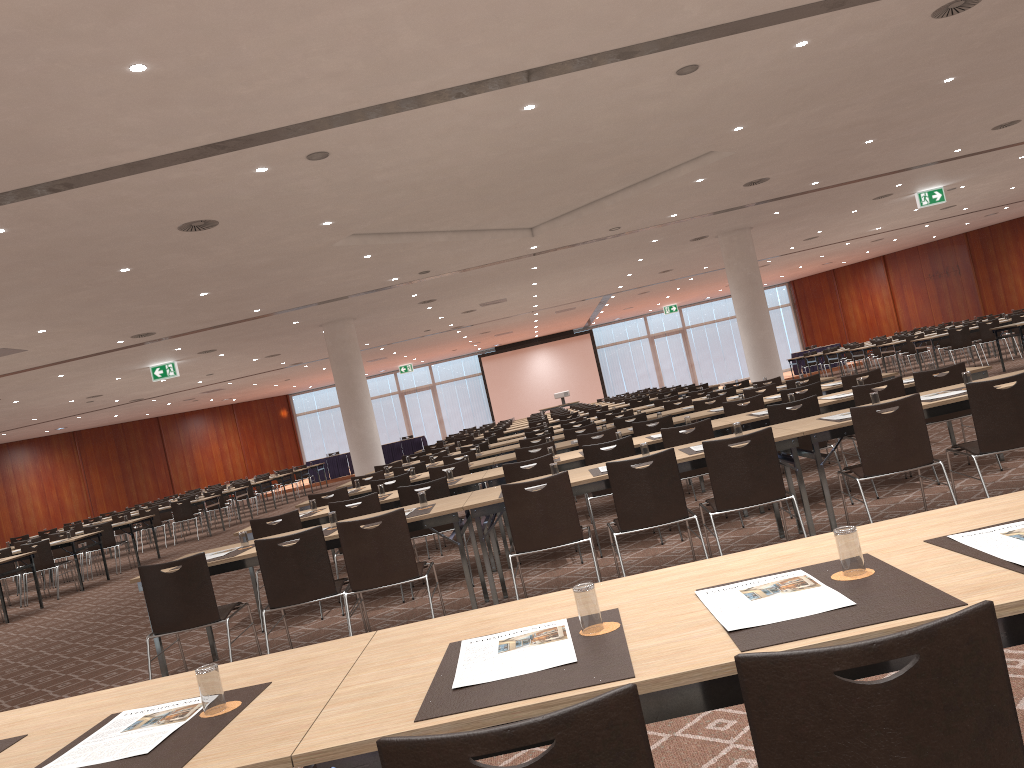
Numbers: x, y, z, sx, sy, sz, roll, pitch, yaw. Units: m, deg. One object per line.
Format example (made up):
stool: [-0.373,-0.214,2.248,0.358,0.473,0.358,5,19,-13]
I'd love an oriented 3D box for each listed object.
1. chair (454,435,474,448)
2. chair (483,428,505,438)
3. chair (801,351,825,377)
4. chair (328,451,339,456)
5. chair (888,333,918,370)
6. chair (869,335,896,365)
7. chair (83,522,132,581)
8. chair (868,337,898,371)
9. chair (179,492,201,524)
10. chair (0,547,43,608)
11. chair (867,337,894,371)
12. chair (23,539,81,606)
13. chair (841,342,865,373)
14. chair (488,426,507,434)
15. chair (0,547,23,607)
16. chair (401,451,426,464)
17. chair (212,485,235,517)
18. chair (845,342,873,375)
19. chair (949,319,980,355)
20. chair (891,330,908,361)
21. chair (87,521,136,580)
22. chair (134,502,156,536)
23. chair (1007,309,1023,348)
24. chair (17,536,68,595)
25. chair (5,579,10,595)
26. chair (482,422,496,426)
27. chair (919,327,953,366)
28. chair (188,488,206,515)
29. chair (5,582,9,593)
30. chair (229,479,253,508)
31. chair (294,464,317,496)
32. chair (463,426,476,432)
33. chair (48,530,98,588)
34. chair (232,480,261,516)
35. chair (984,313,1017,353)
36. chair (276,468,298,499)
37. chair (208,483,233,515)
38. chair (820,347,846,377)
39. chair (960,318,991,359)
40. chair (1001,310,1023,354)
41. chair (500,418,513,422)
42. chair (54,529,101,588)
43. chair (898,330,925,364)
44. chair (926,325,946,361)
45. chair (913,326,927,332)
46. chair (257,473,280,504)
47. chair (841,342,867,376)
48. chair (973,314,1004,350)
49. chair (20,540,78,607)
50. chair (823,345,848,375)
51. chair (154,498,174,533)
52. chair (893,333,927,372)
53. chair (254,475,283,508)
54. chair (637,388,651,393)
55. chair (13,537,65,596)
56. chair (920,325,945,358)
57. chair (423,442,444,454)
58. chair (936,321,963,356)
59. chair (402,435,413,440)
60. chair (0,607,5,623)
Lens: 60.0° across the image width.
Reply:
chair: [-0.936,1.602,19.261,0.536,0.939,0.614,-13,-1,2]
chair: [-0.302,1.459,19.166,0.536,0.939,0.614,-13,-1,2]
chair: [9.740,-0.578,28.837,0.536,0.939,0.614,-13,-1,4]
chair: [-6.748,3.082,33.815,0.536,0.939,0.614,-13,-1,4]
chair: [10.897,-0.921,24.883,0.535,0.939,0.614,-13,-1,-1]
chair: [11.956,-1.074,28.773,0.535,0.939,0.614,-13,-1,-1]
chair: [-7.270,2.944,15.824,0.535,0.939,0.614,-13,-1,-1]
chair: [10.314,-0.792,24.819,0.536,0.939,0.614,-13,-1,3]
chair: [-9.185,3.578,25.456,0.535,0.939,0.614,-13,-1,-1]
chair: [-7.912,3.047,13.958,0.535,0.939,0.614,-13,-1,1]
chair: [11.068,-0.918,26.798,0.535,0.939,0.614,-13,-1,0]
chair: [-7.268,2.902,13.897,0.536,0.939,0.613,-13,-1,4]
chair: [11.065,-0.872,28.939,0.536,0.939,0.614,-13,-1,3]
chair: [-0.249,1.491,21.242,0.536,0.939,0.614,-13,-1,3]
chair: [-7.917,3.048,13.958,0.535,0.939,0.614,-13,-1,-1]
chair: [-1.628,1.681,15.737,0.535,0.939,0.614,-13,-1,1]
chair: [-8.270,3.374,25.489,0.536,0.939,0.614,-13,-1,2]
chair: [9.740,-0.660,24.975,0.535,0.939,0.614,-13,-1,0]
chair: [12.600,-1.303,24.835,0.535,0.939,0.614,-13,-1,0]
chair: [12.659,-1.230,28.835,0.535,0.939,0.614,-13,-1,-1]
chair: [-7.192,2.926,15.822,0.535,0.939,0.614,-13,-1,1]
chair: [-10.501,3.874,25.553,0.535,0.939,0.614,-13,-1,-1]
chair: [13.144,-1.466,22.878,0.535,0.939,0.614,-13,-1,0]
chair: [-8.513,3.225,15.976,0.535,0.939,0.614,-13,-1,1]
chair: [-9.521,3.448,15.888,0.535,0.939,0.614,-13,-1,2]
chair: [-0.653,1.753,29.257,0.536,0.939,0.614,-13,-1,3]
chair: [10.827,-0.950,22.803,0.535,0.939,0.614,-13,-1,-1]
chair: [-10.390,3.932,29.411,0.535,0.939,0.614,-13,-1,-1]
chair: [-9.520,3.448,15.888,0.535,0.939,0.614,-13,-1,-1]
chair: [-9.039,3.633,29.513,0.535,0.939,0.614,-13,-1,0]
chair: [-6.866,3.143,29.310,0.536,0.939,0.614,-13,-1,2]
chair: [-1.283,1.894,29.232,0.536,0.939,0.614,-13,-1,4]
chair: [-7.926,3.092,15.917,0.535,0.939,0.614,-13,-1,-1]
chair: [-7.664,3.237,25.413,0.536,0.939,0.614,-13,-1,4]
chair: [12.447,-1.313,22.757,0.536,0.939,0.613,-13,-1,4]
chair: [-7.497,3.286,29.410,0.536,0.939,0.614,-13,-1,4]
chair: [-9.740,3.788,29.474,0.535,0.939,0.614,-13,-1,0]
chair: [9.697,-0.609,26.918,0.536,0.939,0.613,-13,-1,4]
chair: [11.841,-1.175,22.856,0.536,0.939,0.614,-13,-1,3]
chair: [11.763,-1.202,20.776,0.535,0.939,0.614,-13,-1,0]
chair: [-0.090,1.626,29.164,0.535,0.939,0.614,-13,-1,-1]
chair: [-7.878,3.081,15.915,0.536,0.939,0.614,-13,-1,2]
chair: [12.015,-1.128,26.852,0.535,0.939,0.614,-13,-1,0]
chair: [11.961,-1.158,24.912,0.536,0.939,0.614,-13,-1,3]
chair: [13.250,-1.364,28.736,0.535,0.939,0.614,-13,-1,1]
chair: [-8.092,3.417,29.345,0.535,0.939,0.614,-13,-1,0]
chair: [10.364,-0.757,26.958,0.536,0.939,0.614,-13,-1,3]
chair: [13.205,-1.440,24.736,0.536,0.939,0.614,-13,-1,3]
chair: [-7.311,2.912,13.898,0.535,0.939,0.614,-13,-1,1]
chair: [10.492,-0.744,28.896,0.535,0.939,0.614,-13,-1,-1]
chair: [-9.884,3.733,25.395,0.536,0.939,0.613,-13,-1,4]
chair: [10.203,-0.808,22.902,0.535,0.939,0.614,-13,-1,-1]
chair: [-6.995,3.086,25.312,0.536,0.939,0.614,-13,-1,4]
chair: [4.394,0.621,29.036,0.536,0.939,0.614,-13,-1,4]
chair: [-8.577,3.239,15.978,0.536,0.939,0.613,-13,-1,4]
chair: [12.571,-1.255,26.755,0.535,0.939,0.614,-13,-1,1]
chair: [-1.588,1.747,19.237,0.536,0.939,0.614,-13,-1,3]
chair: [13.167,-1.385,26.878,0.536,0.939,0.614,-13,-1,4]
chair: [-3.919,2.448,33.735,0.536,0.939,0.614,-13,-1,4]
chair: [-7.366,2.882,11.942,0.535,0.939,0.614,-13,-1,1]
